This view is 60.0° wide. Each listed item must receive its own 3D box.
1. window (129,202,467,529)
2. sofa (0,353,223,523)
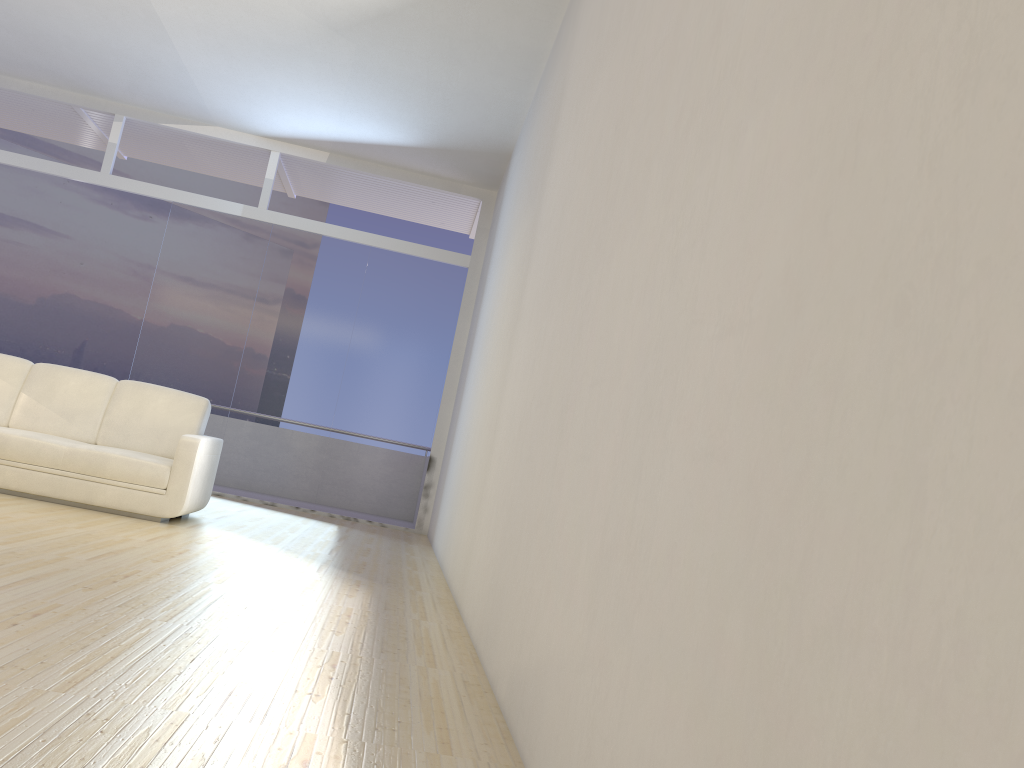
[{"bbox_3d":[-2.175,-0.185,8.813,2.988,2.706,0.012,12,-6,-6],"label":"window"},{"bbox_3d":[-3.095,0.289,5.897,2.166,0.862,0.941,12,-6,-6],"label":"sofa"}]
